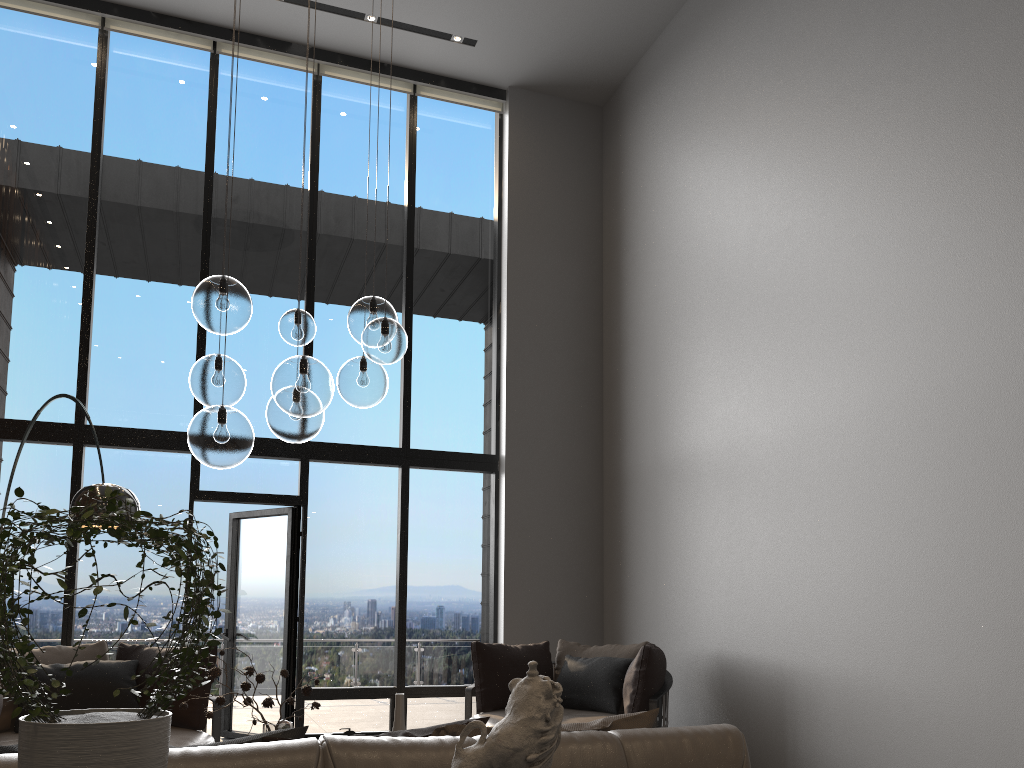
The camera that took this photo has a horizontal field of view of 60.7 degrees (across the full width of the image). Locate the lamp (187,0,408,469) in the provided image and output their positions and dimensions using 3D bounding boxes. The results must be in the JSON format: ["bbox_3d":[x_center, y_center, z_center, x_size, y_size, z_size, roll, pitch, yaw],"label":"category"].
[{"bbox_3d":[-0.881,-2.017,3.887,1.235,4.894,1.250,3,-7,-22],"label":"lamp"}]

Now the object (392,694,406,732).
[{"bbox_3d":[-0.535,1.440,3.494,0.316,0.389,0.327,1,-10,-1],"label":"object"}]

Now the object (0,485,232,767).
[{"bbox_3d":[-0.645,0.442,1.376,0.389,0.564,0.218,8,-10,-39],"label":"object"}]

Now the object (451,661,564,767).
[{"bbox_3d":[-0.009,0.650,1.594,0.207,0.284,0.139,1,-8,0],"label":"object"}]

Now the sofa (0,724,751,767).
[{"bbox_3d":[-1.129,1.272,2.349,3.255,0.801,1.921,6,-14,-19],"label":"sofa"}]

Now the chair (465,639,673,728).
[{"bbox_3d":[0.393,2.246,6.098,1.443,0.879,1.522,1,-13,-3],"label":"chair"}]

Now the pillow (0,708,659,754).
[{"bbox_3d":[-0.611,1.013,2.041,1.948,0.489,0.554,6,-12,-20],"label":"pillow"}]

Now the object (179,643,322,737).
[{"bbox_3d":[-1.059,1.331,3.476,0.320,0.590,0.550,-6,-12,41],"label":"object"}]

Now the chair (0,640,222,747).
[{"bbox_3d":[-2.370,1.884,4.832,1.480,0.879,1.484,-1,-13,7],"label":"chair"}]

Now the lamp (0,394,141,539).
[{"bbox_3d":[-2.628,1.202,4.975,0.323,2.285,2.058,6,-11,-42],"label":"lamp"}]
